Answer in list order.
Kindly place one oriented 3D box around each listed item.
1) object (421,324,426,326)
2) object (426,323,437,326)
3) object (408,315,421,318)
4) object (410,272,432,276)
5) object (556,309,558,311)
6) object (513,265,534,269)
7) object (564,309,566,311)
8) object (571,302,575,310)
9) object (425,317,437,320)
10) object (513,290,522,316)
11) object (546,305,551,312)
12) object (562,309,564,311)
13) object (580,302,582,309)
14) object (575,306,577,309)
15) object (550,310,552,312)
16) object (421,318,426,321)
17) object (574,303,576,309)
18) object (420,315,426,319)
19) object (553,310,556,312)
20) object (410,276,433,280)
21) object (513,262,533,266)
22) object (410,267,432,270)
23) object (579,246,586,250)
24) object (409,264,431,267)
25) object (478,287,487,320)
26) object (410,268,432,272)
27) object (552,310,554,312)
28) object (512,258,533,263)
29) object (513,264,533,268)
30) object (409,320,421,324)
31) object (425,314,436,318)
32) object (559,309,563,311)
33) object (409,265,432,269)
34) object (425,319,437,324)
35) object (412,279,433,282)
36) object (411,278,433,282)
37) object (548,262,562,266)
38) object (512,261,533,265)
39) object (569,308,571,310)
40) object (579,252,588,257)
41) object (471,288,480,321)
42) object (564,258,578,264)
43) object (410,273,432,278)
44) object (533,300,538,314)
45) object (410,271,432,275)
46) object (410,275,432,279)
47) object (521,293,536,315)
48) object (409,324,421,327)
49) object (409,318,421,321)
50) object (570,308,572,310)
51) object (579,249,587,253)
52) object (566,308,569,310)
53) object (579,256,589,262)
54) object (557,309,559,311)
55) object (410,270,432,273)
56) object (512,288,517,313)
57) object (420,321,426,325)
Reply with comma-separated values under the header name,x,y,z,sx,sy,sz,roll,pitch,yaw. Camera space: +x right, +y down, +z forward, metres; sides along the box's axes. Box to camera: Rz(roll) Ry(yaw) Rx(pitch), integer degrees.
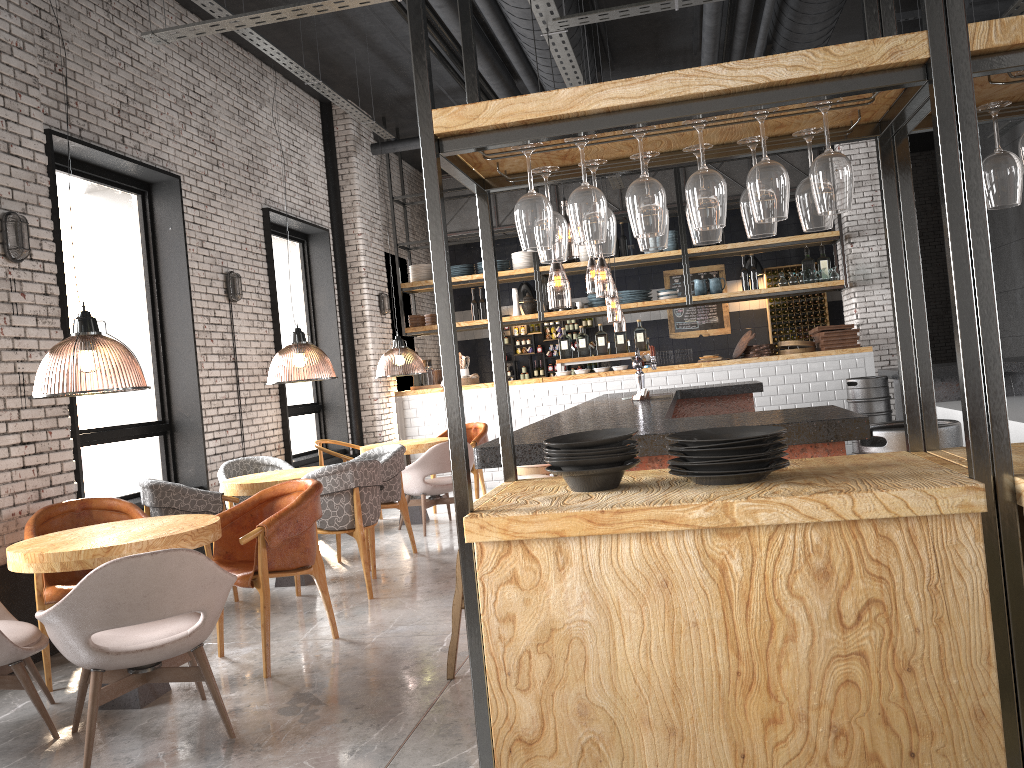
name,x,y,z,sx,sy,sz,roll,pitch,yaw
object,-1.234,-0.793,12.253,0.157,0.053,0.168,-5,0,11
object,-1.108,-0.804,12.117,0.157,0.053,0.168,-5,0,16
object,-1.311,-0.907,12.007,0.157,0.053,0.168,-5,0,11
object,-1.226,-1.486,12.111,0.334,0.038,0.335,-5,1,37
object,0.578,-0.988,11.648,0.072,0.097,0.072,-6,0,-2
object,0.177,-1.542,11.831,0.335,0.046,0.334,-6,0,-8
object,0.700,-1.001,11.862,0.072,0.097,0.072,-6,0,0
object,0.787,-1.006,11.487,0.072,0.097,0.072,-6,0,20
object,-1.115,-0.885,12.118,0.157,0.053,0.168,-5,0,16
object,0.057,-1.071,11.781,0.132,0.360,0.127,-6,-1,37
object,0.479,-0.977,11.549,0.072,0.097,0.072,-6,0,34
object,0.654,-0.995,11.633,0.072,0.097,0.072,-6,0,13
object,0.887,-1.017,11.586,0.072,0.097,0.072,-6,0,15
object,0.833,-1.013,11.716,0.072,0.097,0.072,-6,0,20
object,0.502,-0.980,11.663,0.072,0.097,0.072,-6,0,11
object,-1.242,-0.874,12.254,0.157,0.053,0.168,-5,0,11
object,0.810,-1.010,11.602,0.072,0.097,0.072,-5,0,-29
object,-1.246,-0.915,12.254,0.157,0.053,0.168,-5,0,11
object,0.555,-0.984,11.533,0.072,0.097,0.072,-6,0,33
object,-1.220,-1.428,12.110,0.334,0.039,0.335,-6,0,-1
object,0.173,-1.581,11.830,0.335,0.040,0.334,-6,1,-25
object,-1.233,-1.560,12.111,0.334,0.040,0.335,-6,0,1
object,0.972,-1.765,11.676,0.196,0.103,0.196,-5,0,28
object,-1.236,-1.599,12.112,0.334,0.039,0.335,-6,0,2
object,-0.407,-1.084,12.101,0.098,0.471,0.098,-5,-1,-11
object,-1.231,-1.540,12.111,0.335,0.035,0.334,-6,0,-13
object,0.525,-0.984,11.778,0.072,0.097,0.072,-6,0,-1
object,0.167,-1.635,11.831,0.334,0.039,0.335,-5,0,19
object,0.175,-1.561,11.829,0.335,0.037,0.334,-6,1,-22
object,-1.304,-0.830,12.006,0.157,0.053,0.168,-5,0,11
object,-1.119,-0.926,12.119,0.157,0.053,0.168,-5,0,16
object,0.631,-0.992,11.518,0.072,0.097,0.072,-5,0,-39
object,-1.234,-1.580,12.113,0.334,0.042,0.334,-5,0,8
object,-1.112,-0.849,12.118,0.157,0.053,0.168,-5,0,16
object,-1.216,-1.389,12.109,0.335,0.033,0.334,-6,1,-40
object,-1.218,-1.409,12.110,0.335,0.042,0.334,-6,1,-40
object,0.570,-1.593,11.757,0.196,0.102,0.196,-5,0,24
object,0.171,-1.600,11.831,0.335,0.039,0.334,-6,1,-22
object,0.757,-1.006,11.731,0.072,0.097,0.072,-6,0,41
object,0.979,-1.677,11.670,0.196,0.104,0.196,-6,0,-13
object,-0.512,-1.074,12.122,0.098,0.471,0.098,-5,-1,-11
object,0.776,-1.613,11.717,0.196,0.104,0.196,-6,0,-42
object,-1.224,-1.467,12.110,0.335,0.042,0.334,-6,1,-29
object,0.297,-1.022,11.952,0.203,0.213,0.203,-5,0,-41
object,-1.228,-1.502,12.111,0.335,0.043,0.334,-6,1,-39
object,-1.222,-1.448,12.111,0.335,0.044,0.334,-6,1,-22
object,0.221,-1.062,11.762,0.196,0.305,0.196,-5,0,-41
object,-1.299,-0.785,12.006,0.157,0.053,0.168,-5,0,11
object,-1.307,-0.865,12.007,0.157,0.053,0.168,-5,0,11
object,0.780,-1.009,11.846,0.072,0.097,0.072,-5,0,-35
object,0.977,-1.721,11.669,0.196,0.104,0.196,-6,0,-43
object,0.711,-0.999,11.502,0.072,0.097,0.072,-6,0,32
object,0.986,-1.633,11.668,0.196,0.105,0.196,-6,0,-11
object,0.601,-0.991,11.763,0.072,0.097,0.072,-6,0,43
object,-1.228,-1.521,12.111,0.334,0.038,0.335,-5,1,32
object,0.050,-1.088,11.936,0.126,0.394,0.126,-5,-1,-39
object,-1.239,-0.838,12.253,0.157,0.053,0.168,-5,0,11
